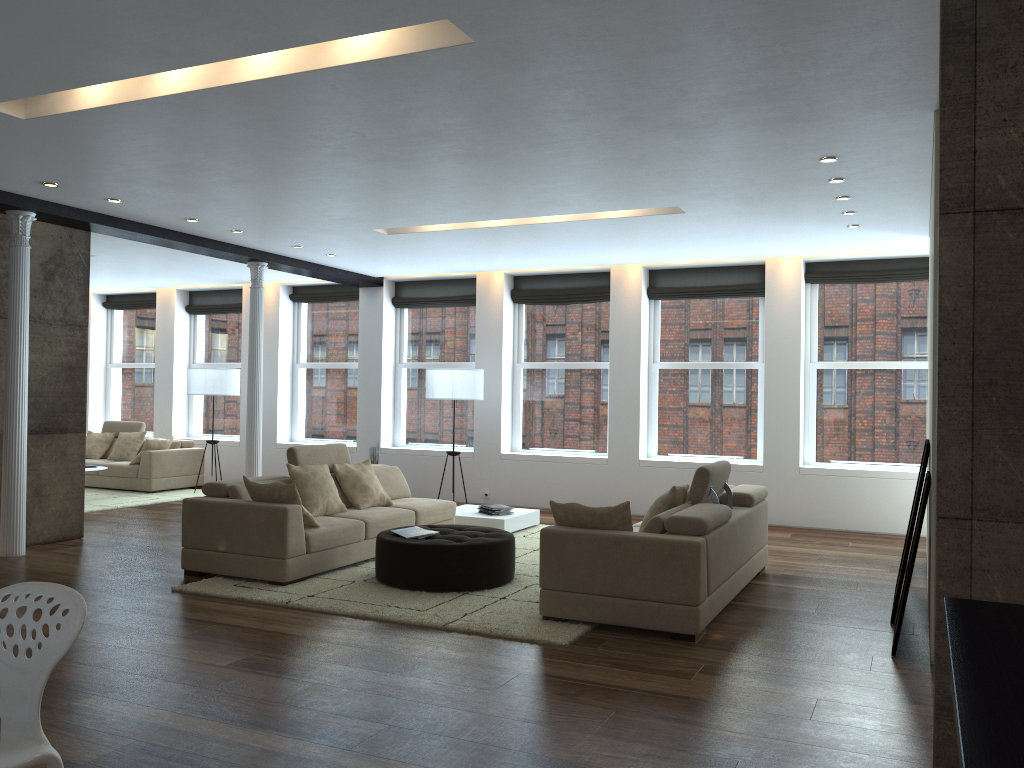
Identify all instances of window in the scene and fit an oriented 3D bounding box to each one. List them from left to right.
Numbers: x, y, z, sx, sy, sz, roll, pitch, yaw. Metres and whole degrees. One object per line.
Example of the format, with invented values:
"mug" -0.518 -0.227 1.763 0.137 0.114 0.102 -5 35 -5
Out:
"window" -6.142 -0.280 14.590 1.444 2.400 0.123 1 -1 25
"window" -4.513 -0.265 13.837 1.345 2.400 0.123 1 -1 25
"window" -2.636 -0.247 12.969 1.391 2.400 0.123 1 -1 25
"window" -0.992 -0.231 12.209 1.432 2.400 0.123 1 -1 25
"window" 0.675 -0.216 11.438 1.442 2.400 0.123 1 -1 25
"window" 2.347 -0.200 10.665 1.443 2.400 0.123 1 -1 25
"window" 4.074 -0.184 9.866 1.563 2.400 0.123 1 -1 25

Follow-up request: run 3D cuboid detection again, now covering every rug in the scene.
"rug" -6.387 1.465 11.820 4.231 0.020 2.972 1 -1 25
"rug" -0.157 1.502 7.534 2.972 0.020 4.231 1 -1 25

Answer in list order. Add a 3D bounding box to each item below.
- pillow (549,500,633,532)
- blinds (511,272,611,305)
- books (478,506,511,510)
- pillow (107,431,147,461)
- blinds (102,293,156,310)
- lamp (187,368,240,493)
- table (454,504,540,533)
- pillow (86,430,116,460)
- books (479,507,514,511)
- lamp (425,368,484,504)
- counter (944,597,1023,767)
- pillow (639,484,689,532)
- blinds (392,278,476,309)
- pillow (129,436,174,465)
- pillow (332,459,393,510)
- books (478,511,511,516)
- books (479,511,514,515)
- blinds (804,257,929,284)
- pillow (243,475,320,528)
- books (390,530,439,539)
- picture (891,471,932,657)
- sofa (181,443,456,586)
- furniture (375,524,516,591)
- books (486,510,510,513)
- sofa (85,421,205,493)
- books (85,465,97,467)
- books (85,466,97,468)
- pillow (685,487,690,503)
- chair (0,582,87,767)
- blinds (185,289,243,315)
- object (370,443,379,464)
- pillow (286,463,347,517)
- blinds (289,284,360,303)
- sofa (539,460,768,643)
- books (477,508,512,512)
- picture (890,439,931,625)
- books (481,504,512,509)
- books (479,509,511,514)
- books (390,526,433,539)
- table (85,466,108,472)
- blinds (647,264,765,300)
"pillow" 0.525 0.912 5.640 0.518 0.393 0.395 1 -1 21
"blinds" 0.667 -1.224 11.396 1.439 0.424 0.156 1 -1 25
"books" -0.183 1.285 9.232 0.220 0.010 0.300 1 -1 -30
"pillow" -5.593 0.899 12.874 0.534 0.439 0.301 1 -1 21
"blinds" -6.149 -1.355 14.549 1.442 0.275 0.156 1 -1 25
"lamp" -4.141 0.651 12.278 0.698 1.728 0.698 2 -1 -41
"table" -0.296 1.433 9.381 0.900 0.170 0.900 1 -1 25
"pillow" -6.165 0.904 13.124 0.519 0.416 0.368 1 -1 20
"books" -0.161 1.295 9.244 0.300 0.010 0.220 0 -1 40
"lamp" -0.702 0.684 10.688 0.698 1.728 0.698 2 -1 -41
"counter" 0.712 0.496 0.236 1.000 0.040 3.700 1 -1 25
"pillow" 1.060 0.908 6.231 0.301 0.439 0.534 1 -1 21
"blinds" -1.008 -1.247 12.153 1.431 0.395 0.183 1 -1 25
"pillow" -5.003 0.923 12.338 0.395 0.393 0.518 1 -1 21
"pillow" -1.366 0.906 8.040 0.368 0.416 0.519 0 -1 29
"books" -0.184 1.343 9.231 0.220 0.010 0.300 1 -1 -30
"books" -0.162 1.334 9.244 0.300 0.010 0.220 0 -1 45
"blinds" 4.067 -1.254 9.825 1.563 0.275 0.156 1 -1 25
"pillow" -1.743 0.891 6.689 0.518 0.393 0.395 0 -1 28
"books" -0.724 1.115 6.622 0.300 0.031 0.219 0 -1 40
"picture" 2.338 1.021 5.183 0.195 0.988 0.700 1 -1 25
"sofa" -1.522 1.017 7.702 1.021 0.950 2.581 1 -1 25
"furniture" -0.503 1.298 6.727 1.057 0.355 1.057 1 -1 27
"books" -0.162 1.315 9.244 0.220 0.010 0.300 1 -1 -15
"sofa" -5.831 1.026 12.968 2.581 0.950 1.018 1 -1 25
"books" -5.525 1.056 11.415 0.220 0.010 0.300 0 -1 40
"books" -5.512 1.066 11.393 0.300 0.010 0.220 1 -1 -30
"pillow" 1.310 0.931 6.803 0.368 0.416 0.519 1 -1 20
"chair" -1.467 0.991 2.325 0.495 0.835 0.581 1 -1 25
"blinds" -4.523 -1.281 13.796 1.342 0.393 0.156 1 -1 25
"object" -1.798 1.156 11.538 0.458 0.781 0.458 1 -1 24
"pillow" -1.639 0.882 7.479 0.301 0.439 0.534 0 -1 28
"blinds" -2.645 -1.322 12.929 1.396 0.275 0.156 1 -1 25
"sofa" 1.152 1.043 6.465 1.021 0.950 2.581 1 -1 25
"books" -0.183 1.304 9.231 0.220 0.010 0.300 2 -1 -40
"picture" 2.755 0.968 6.116 0.225 1.140 1.183 1 -1 25
"books" -0.161 1.276 9.245 0.220 0.010 0.300 1 -1 -25
"books" -0.184 1.323 9.231 0.220 0.010 0.300 1 -1 -30
"books" -0.747 1.107 6.609 0.220 0.040 0.301 1 -1 -30
"table" -5.644 1.261 11.146 1.022 0.393 1.022 1 -1 -21
"blinds" 2.338 -1.216 10.623 1.442 0.393 0.156 1 -1 25
